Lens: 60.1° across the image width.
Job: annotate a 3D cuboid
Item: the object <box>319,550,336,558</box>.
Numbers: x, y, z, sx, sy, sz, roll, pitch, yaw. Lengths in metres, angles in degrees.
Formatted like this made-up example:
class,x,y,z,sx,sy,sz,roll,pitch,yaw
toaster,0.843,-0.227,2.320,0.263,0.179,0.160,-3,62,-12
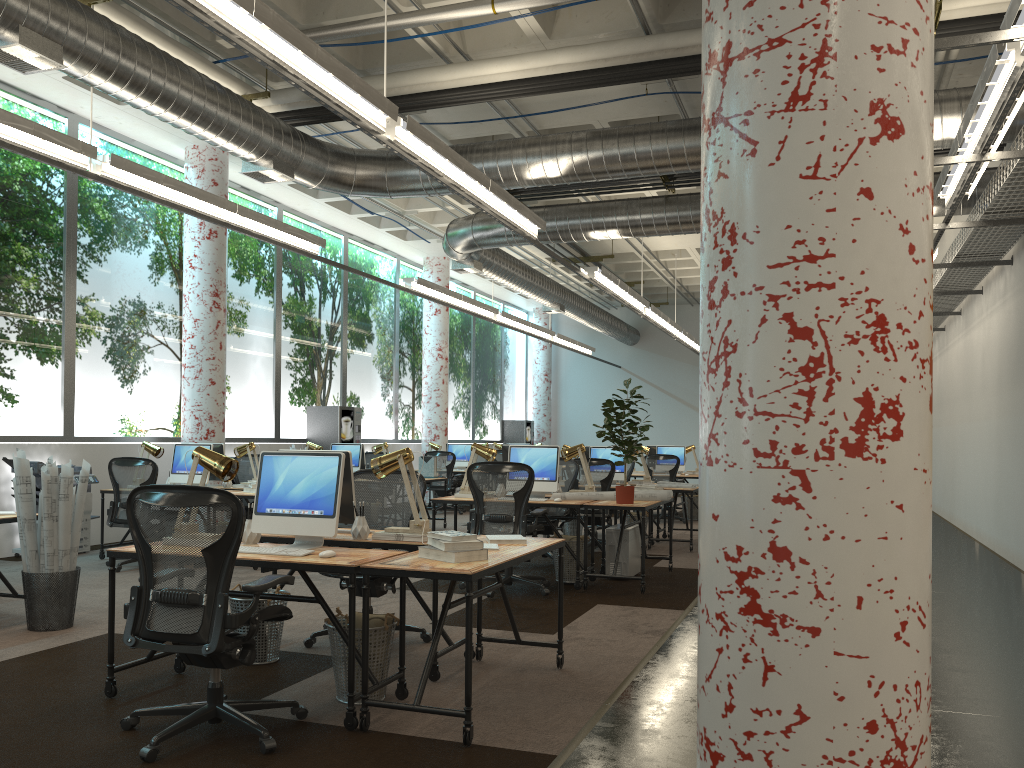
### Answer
class,x,y,z,sx,sy,sz,roll,pitch,yaw
object,-0.856,0.789,4.122,0.059,0.029,0.106,-1,-4,21

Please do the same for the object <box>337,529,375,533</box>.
class,x,y,z,sx,sy,sz,roll,pitch,yaw
object,-1.030,0.864,5.226,0.439,0.017,0.119,-1,-4,20

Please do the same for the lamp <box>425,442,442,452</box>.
class,x,y,z,sx,sy,sz,roll,pitch,yaw
lamp,-1.519,1.363,16.134,0.528,0.610,0.219,-1,-2,39

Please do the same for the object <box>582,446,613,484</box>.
class,x,y,z,sx,sy,sz,roll,pitch,yaw
object,1.129,1.055,11.575,0.483,0.485,0.190,0,-1,20

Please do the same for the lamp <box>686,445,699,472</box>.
class,x,y,z,sx,sy,sz,roll,pitch,yaw
lamp,3.147,1.343,15.138,0.528,0.610,0.219,-1,-2,39

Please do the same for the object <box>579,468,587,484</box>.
class,x,y,z,sx,sy,sz,roll,pitch,yaw
object,0.898,1.165,11.158,0.101,0.209,0.101,1,-1,-25

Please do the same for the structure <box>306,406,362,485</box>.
class,x,y,z,sx,sy,sz,roll,pitch,yaw
structure,-2.973,1.290,14.854,0.638,1.809,0.751,0,-1,20

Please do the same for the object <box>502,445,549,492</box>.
class,x,y,z,sx,sy,sz,roll,pitch,yaw
object,0.131,0.835,8.605,0.483,0.485,0.190,0,-1,20

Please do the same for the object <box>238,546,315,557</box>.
class,x,y,z,sx,sy,sz,roll,pitch,yaw
object,-1.162,0.800,4.239,0.439,0.017,0.119,-1,-4,20

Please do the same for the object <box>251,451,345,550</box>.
class,x,y,z,sx,sy,sz,roll,pitch,yaw
object,-1.060,0.581,4.442,0.483,0.485,0.190,0,-1,20

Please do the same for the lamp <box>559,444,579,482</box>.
class,x,y,z,sx,sy,sz,roll,pitch,yaw
lamp,0.622,1.064,11.139,0.528,0.610,0.209,-1,-2,39

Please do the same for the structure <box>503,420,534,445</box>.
class,x,y,z,sx,sy,sz,roll,pitch,yaw
structure,0.190,1.879,23.636,0.638,1.809,0.751,0,-1,20

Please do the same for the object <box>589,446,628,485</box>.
class,x,y,z,sx,sy,sz,roll,pitch,yaw
object,1.196,1.019,10.989,0.483,0.485,0.190,0,-1,20

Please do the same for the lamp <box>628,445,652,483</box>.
class,x,y,z,sx,sy,sz,roll,pitch,yaw
lamp,1.703,1.093,11.423,0.528,0.610,0.209,-1,-2,39

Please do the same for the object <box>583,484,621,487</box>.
class,x,y,z,sx,sy,sz,roll,pitch,yaw
object,1.095,1.238,10.786,0.439,0.017,0.119,-1,-4,20

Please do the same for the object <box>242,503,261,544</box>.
class,x,y,z,sx,sy,sz,roll,pitch,yaw
object,-1.359,0.727,4.612,0.101,0.209,0.101,1,-1,-25

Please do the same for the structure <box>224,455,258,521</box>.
class,x,y,z,sx,sy,sz,roll,pitch,yaw
structure,-3.806,1.512,12.553,0.503,1.057,1.059,0,-2,20

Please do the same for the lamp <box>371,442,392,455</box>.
class,x,y,z,sx,sy,sz,roll,pitch,yaw
lamp,-1.782,1.140,12.676,0.528,0.610,0.219,-1,-2,39

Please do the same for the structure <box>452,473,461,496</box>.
class,x,y,z,sx,sy,sz,roll,pitch,yaw
structure,-1.355,1.968,19.359,0.503,1.057,1.059,0,-2,20

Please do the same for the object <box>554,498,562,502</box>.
class,x,y,z,sx,sy,sz,roll,pitch,yaw
object,0.403,1.007,7.698,0.059,0.029,0.106,-1,-4,21

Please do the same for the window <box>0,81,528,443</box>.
class,x,y,z,sx,sy,sz,roll,pitch,yaw
window,-4.018,-1.019,12.932,0.050,3.758,26.246,0,-3,20

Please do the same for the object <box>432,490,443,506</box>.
class,x,y,z,sx,sy,sz,roll,pitch,yaw
object,-1.338,2.105,16.638,0.358,0.434,0.353,0,-2,16

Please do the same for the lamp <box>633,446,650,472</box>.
class,x,y,z,sx,sy,sz,roll,pitch,yaw
lamp,2.060,1.314,14.846,0.528,0.610,0.219,-1,-2,39

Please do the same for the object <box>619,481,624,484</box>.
class,x,y,z,sx,sy,sz,roll,pitch,yaw
object,1.426,1.185,11.402,0.101,0.209,0.101,1,-1,-25

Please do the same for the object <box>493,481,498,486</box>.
class,x,y,z,sx,sy,sz,roll,pitch,yaw
object,-0.237,2.310,19.694,0.358,0.434,0.353,0,-2,16

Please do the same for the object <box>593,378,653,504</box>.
class,x,y,z,sx,sy,sz,roll,pitch,yaw
object,0.939,0.478,7.516,0.513,1.077,0.439,0,-1,10

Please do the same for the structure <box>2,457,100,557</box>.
class,x,y,z,sx,sy,sz,roll,pitch,yaw
structure,-4.901,1.308,9.505,0.503,1.057,1.059,0,-2,20

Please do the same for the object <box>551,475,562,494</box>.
class,x,y,z,sx,sy,sz,roll,pitch,yaw
object,0.427,0.965,8.432,0.101,0.209,0.101,1,-1,-25

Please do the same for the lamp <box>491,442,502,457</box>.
class,x,y,z,sx,sy,sz,roll,pitch,yaw
lamp,-0.418,1.567,19.190,0.528,0.610,0.219,-1,-2,39

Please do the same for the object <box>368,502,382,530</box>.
class,x,y,z,sx,sy,sz,roll,pitch,yaw
object,-1.977,1.814,12.157,0.358,0.434,0.353,0,-2,16

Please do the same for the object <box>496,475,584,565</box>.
class,x,y,z,sx,sy,sz,roll,pitch,yaw
object,0.255,1.304,8.089,0.848,0.932,0.105,0,-1,15

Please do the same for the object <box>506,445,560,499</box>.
class,x,y,z,sx,sy,sz,roll,pitch,yaw
object,0.198,0.799,8.019,0.483,0.485,0.190,0,-1,20

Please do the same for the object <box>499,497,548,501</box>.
class,x,y,z,sx,sy,sz,roll,pitch,yaw
object,0.096,1.018,7.816,0.439,0.017,0.119,-1,-4,20

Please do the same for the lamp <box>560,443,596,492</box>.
class,x,y,z,sx,sy,sz,roll,pitch,yaw
lamp,0.705,0.872,8.453,0.528,0.610,0.209,-1,-2,39

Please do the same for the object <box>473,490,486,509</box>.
class,x,y,z,sx,sy,sz,roll,pitch,yaw
object,-1.367,1.974,14.572,0.366,0.436,3.415,-1,-4,29

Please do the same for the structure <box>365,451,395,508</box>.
class,x,y,z,sx,sy,sz,roll,pitch,yaw
structure,-2.455,1.764,16.303,0.503,1.057,1.059,0,-2,20

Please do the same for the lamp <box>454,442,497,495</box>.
class,x,y,z,sx,sy,sz,roll,pitch,yaw
lamp,-0.379,0.844,8.165,0.528,0.610,0.219,-1,-2,39

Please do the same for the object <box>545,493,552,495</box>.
class,x,y,z,sx,sy,sz,roll,pitch,yaw
object,0.228,1.082,8.803,0.439,0.017,0.119,-1,-4,20

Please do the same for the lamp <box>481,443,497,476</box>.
class,x,y,z,sx,sy,sz,roll,pitch,yaw
lamp,-0.432,1.391,16.425,0.528,0.610,0.219,-1,-2,39

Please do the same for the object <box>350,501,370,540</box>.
class,x,y,z,sx,sy,sz,roll,pitch,yaw
object,-0.831,0.747,4.856,0.101,0.209,0.101,1,-1,-25

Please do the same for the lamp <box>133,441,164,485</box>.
class,x,y,z,sx,sy,sz,roll,pitch,yaw
lamp,-3.928,0.914,9.445,0.528,0.610,0.219,-1,-2,39

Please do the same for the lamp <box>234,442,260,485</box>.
class,x,y,z,sx,sy,sz,roll,pitch,yaw
lamp,-2.844,0.943,9.732,0.528,0.610,0.209,-1,-2,39

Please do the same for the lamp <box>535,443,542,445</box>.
class,x,y,z,sx,sy,sz,roll,pitch,yaw
lamp,0.669,1.596,19.481,0.528,0.610,0.219,-1,-2,39

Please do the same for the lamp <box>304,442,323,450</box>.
class,x,y,z,sx,sy,sz,roll,pitch,yaw
lamp,-2.866,1.111,12.388,0.528,0.610,0.209,-1,-2,39

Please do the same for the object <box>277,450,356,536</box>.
class,x,y,z,sx,sy,sz,roll,pitch,yaw
object,-1.127,0.618,5.028,0.483,0.485,0.190,0,-1,20

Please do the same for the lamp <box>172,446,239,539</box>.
class,x,y,z,sx,sy,sz,roll,pitch,yaw
lamp,-1.638,0.626,4.589,0.528,0.610,0.219,-1,-2,39

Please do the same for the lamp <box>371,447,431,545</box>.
class,x,y,z,sx,sy,sz,roll,pitch,yaw
lamp,-0.551,0.655,4.881,0.528,0.610,0.219,-1,-2,39
